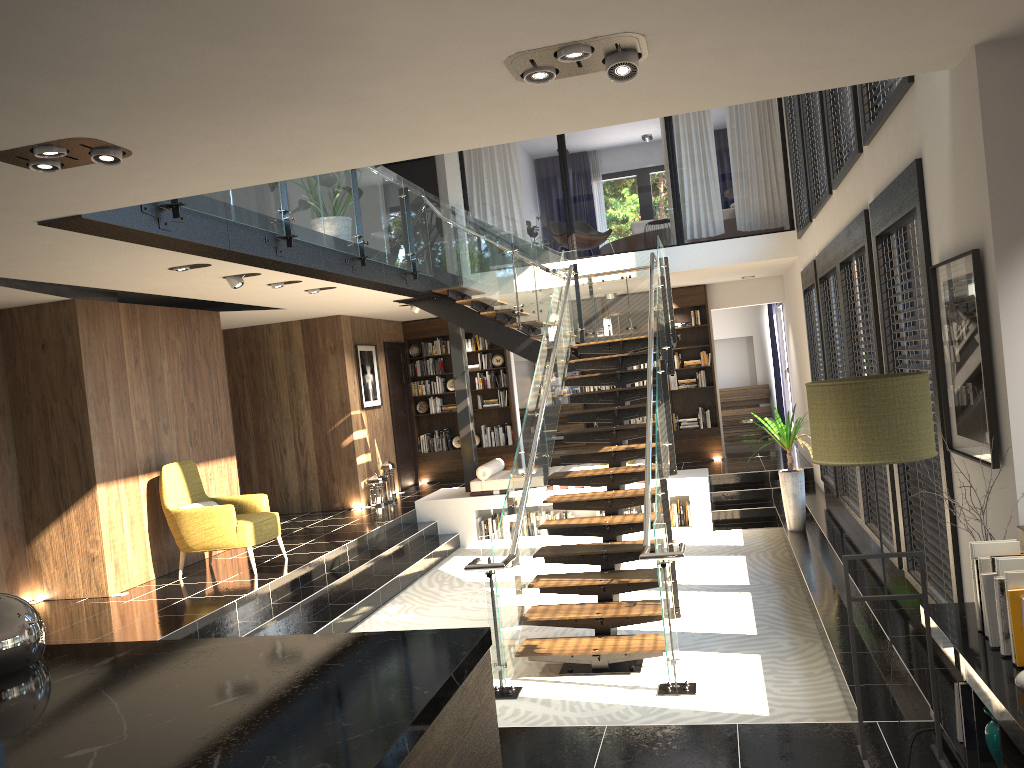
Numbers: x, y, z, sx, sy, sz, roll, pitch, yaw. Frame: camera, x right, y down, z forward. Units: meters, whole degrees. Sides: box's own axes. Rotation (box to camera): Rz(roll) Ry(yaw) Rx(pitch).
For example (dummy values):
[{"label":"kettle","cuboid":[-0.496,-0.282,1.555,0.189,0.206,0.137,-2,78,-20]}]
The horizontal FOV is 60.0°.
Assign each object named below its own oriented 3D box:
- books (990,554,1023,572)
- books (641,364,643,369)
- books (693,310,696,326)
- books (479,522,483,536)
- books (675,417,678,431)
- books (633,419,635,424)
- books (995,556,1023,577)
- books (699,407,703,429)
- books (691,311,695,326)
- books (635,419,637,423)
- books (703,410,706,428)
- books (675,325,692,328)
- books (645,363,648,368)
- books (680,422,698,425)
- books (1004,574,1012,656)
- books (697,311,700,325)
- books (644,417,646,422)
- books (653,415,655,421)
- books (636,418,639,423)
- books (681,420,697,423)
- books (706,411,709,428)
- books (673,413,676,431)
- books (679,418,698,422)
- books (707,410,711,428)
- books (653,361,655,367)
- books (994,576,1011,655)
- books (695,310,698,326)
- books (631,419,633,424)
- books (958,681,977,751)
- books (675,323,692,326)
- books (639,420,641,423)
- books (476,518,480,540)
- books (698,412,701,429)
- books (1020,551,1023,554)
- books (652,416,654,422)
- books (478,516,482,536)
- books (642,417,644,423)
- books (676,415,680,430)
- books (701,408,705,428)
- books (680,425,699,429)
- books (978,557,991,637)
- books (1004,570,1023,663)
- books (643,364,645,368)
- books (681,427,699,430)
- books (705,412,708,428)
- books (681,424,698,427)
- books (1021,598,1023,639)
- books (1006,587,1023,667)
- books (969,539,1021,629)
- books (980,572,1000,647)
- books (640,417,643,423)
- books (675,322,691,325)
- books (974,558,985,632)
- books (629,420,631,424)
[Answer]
[{"label":"books","cuboid":[1.735,0.733,3.021,0.169,0.298,0.032,-6,1,13]},{"label":"books","cuboid":[2.037,-0.297,13.857,0.028,0.231,0.167,-6,1,13]},{"label":"books","cuboid":[2.821,-1.016,13.687,0.023,0.238,0.178,-6,1,13]},{"label":"books","cuboid":[-0.387,1.912,11.615,0.024,0.229,0.171,-6,1,13]},{"label":"books","cuboid":[2.556,0.620,13.776,0.025,0.199,0.149,-6,1,13]},{"label":"books","cuboid":[1.933,0.653,13.919,0.030,0.262,0.173,-6,1,13]},{"label":"books","cuboid":[1.717,0.731,2.967,0.155,0.306,0.032,-6,1,13]},{"label":"books","cuboid":[2.917,0.519,13.688,0.030,0.326,0.194,-6,1,13]},{"label":"books","cuboid":[2.795,-1.009,13.689,0.030,0.231,0.176,-6,1,13]},{"label":"books","cuboid":[1.963,0.644,13.930,0.025,0.274,0.150,-6,1,13]},{"label":"books","cuboid":[2.974,0.542,13.688,0.023,0.267,0.147,-6,1,13]},{"label":"books","cuboid":[2.646,-0.890,13.733,0.285,0.025,0.176,-6,0,14]},{"label":"books","cuboid":[2.103,-0.274,13.867,0.047,0.171,0.167,-6,1,13]},{"label":"books","cuboid":[2.741,0.607,13.740,0.263,0.024,0.167,-6,0,8]},{"label":"books","cuboid":[1.683,0.748,2.857,0.154,0.280,0.028,-6,1,13]},{"label":"books","cuboid":[2.877,-1.015,13.652,0.028,0.227,0.165,-6,1,13]},{"label":"books","cuboid":[2.096,0.640,13.869,0.025,0.255,0.202,-6,1,13]},{"label":"books","cuboid":[2.236,0.613,13.846,0.028,0.280,0.154,-6,1,13]},{"label":"books","cuboid":[1.983,0.641,13.899,0.030,0.276,0.160,-6,1,13]},{"label":"books","cuboid":[2.741,0.582,13.750,0.251,0.026,0.148,-6,0,9]},{"label":"books","cuboid":[3.016,0.545,13.667,0.023,0.254,0.191,-6,1,13]},{"label":"books","cuboid":[2.532,0.590,13.794,0.024,0.264,0.174,-6,1,13]},{"label":"books","cuboid":[2.735,0.555,13.735,0.288,0.030,0.175,-6,0,17]},{"label":"books","cuboid":[3.036,0.533,13.655,0.025,0.274,0.204,-6,1,13]},{"label":"books","cuboid":[2.223,-0.305,13.860,0.030,0.208,0.119,-6,1,13]},{"label":"books","cuboid":[1.702,0.759,2.915,0.194,0.255,0.034,-6,1,13]},{"label":"books","cuboid":[2.842,-1.012,13.642,0.036,0.228,0.198,-6,1,13]},{"label":"books","cuboid":[1.896,0.632,13.916,0.035,0.312,0.160,-6,1,13]},{"label":"books","cuboid":[1.722,1.192,3.187,0.194,0.244,0.036,-6,1,13]},{"label":"books","cuboid":[2.642,-0.914,13.725,0.288,0.025,0.175,-6,0,9]},{"label":"books","cuboid":[2.016,0.669,13.905,0.025,0.214,0.170,-6,1,13]},{"label":"books","cuboid":[-0.430,1.896,11.655,0.025,0.270,0.156,-6,1,13]},{"label":"books","cuboid":[2.894,0.561,13.693,0.026,0.247,0.149,-6,1,13]},{"label":"books","cuboid":[1.793,0.743,3.218,0.156,0.263,0.026,-6,1,13]},{"label":"books","cuboid":[2.211,0.630,13.859,0.029,0.250,0.142,-6,1,13]},{"label":"books","cuboid":[-0.410,1.886,11.634,0.024,0.286,0.130,-6,1,13]},{"label":"books","cuboid":[2.071,0.621,13.899,0.032,0.298,0.169,-6,1,13]},{"label":"books","cuboid":[2.577,0.599,13.762,0.026,0.238,0.159,-6,1,13]},{"label":"books","cuboid":[2.946,0.523,13.684,0.027,0.311,0.148,-6,1,13]},{"label":"books","cuboid":[2.747,0.659,13.743,0.286,0.030,0.176,-6,0,12]},{"label":"books","cuboid":[1.735,0.743,3.111,0.160,0.276,0.030,-6,1,13]},{"label":"books","cuboid":[1.682,0.741,2.830,0.177,0.294,0.025,-6,1,13]},{"label":"books","cuboid":[2.069,-0.272,13.872,0.021,0.176,0.161,-6,1,13]},{"label":"books","cuboid":[2.752,0.687,13.751,0.273,0.025,0.156,-6,0,11]},{"label":"books","cuboid":[2.997,0.557,13.680,0.022,0.234,0.178,-6,1,13]},{"label":"books","cuboid":[2.747,0.631,13.753,0.250,0.026,0.148,-6,0,10]},{"label":"books","cuboid":[1.681,0.779,2.778,0.145,0.221,0.026,-6,1,13]},{"label":"books","cuboid":[1.666,0.766,2.808,0.162,0.250,0.028,-6,1,13]},{"label":"books","cuboid":[1.750,0.723,3.196,0.160,0.312,0.035,-6,1,13]},{"label":"books","cuboid":[1.707,0.757,3.000,0.202,0.255,0.025,-6,1,13]},{"label":"books","cuboid":[2.042,0.633,13.908,0.031,0.280,0.141,-6,1,13]},{"label":"books","cuboid":[2.645,-0.938,13.748,0.246,0.021,0.148,-6,0,13]},{"label":"books","cuboid":[1.756,0.747,3.163,0.173,0.262,0.030,-6,1,13]},{"label":"books","cuboid":[1.877,0.658,13.956,0.026,0.263,0.156,-6,1,13]}]
